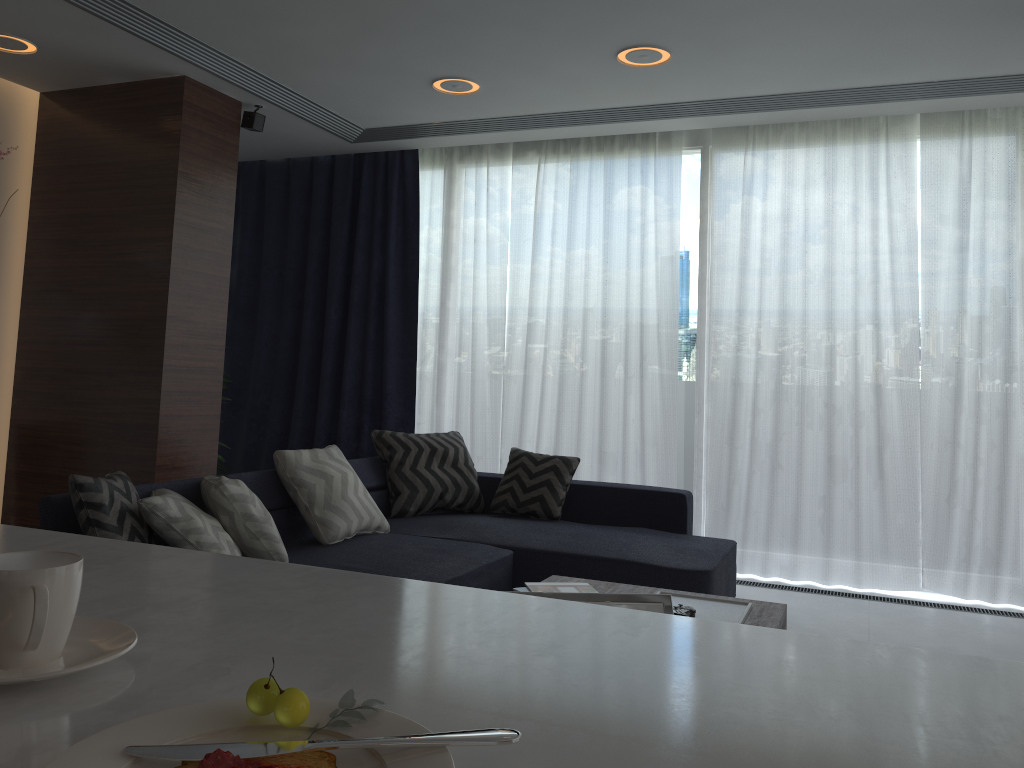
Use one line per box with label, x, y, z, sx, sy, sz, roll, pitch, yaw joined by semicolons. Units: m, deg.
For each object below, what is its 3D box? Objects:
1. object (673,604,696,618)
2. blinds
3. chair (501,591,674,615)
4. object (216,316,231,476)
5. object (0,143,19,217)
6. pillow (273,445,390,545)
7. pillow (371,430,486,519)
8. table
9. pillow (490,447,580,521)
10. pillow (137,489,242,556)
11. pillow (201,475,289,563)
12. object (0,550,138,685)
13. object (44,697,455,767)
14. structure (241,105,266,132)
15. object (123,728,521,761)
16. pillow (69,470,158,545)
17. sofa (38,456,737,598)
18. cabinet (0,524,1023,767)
object;0.494;0.672;2.604;0.070;0.036;0.112;1;-1;35
blinds;0.048;-0.372;2.718;7.138;2.790;5.769;2;-1;26
chair;0.072;0.661;1.043;0.396;0.714;0.461;3;-4;-6
object;-1.956;0.017;5.465;0.503;1.858;0.480;3;-5;-10
object;-0.899;-0.153;1.344;0.198;0.740;0.385;2;-4;3
pillow;-0.794;0.483;3.905;0.343;0.390;0.492;1;-2;22
pillow;-0.449;0.517;4.761;0.595;0.522;0.354;4;-4;-38
table;0.360;0.854;2.620;0.806;0.355;0.796;2;-1;22
pillow;0.119;0.529;4.702;0.415;0.347;0.284;1;-3;27
pillow;-1.072;0.508;2.977;0.329;0.296;0.414;3;-2;-16
pillow;-0.991;0.504;3.250;0.279;0.353;0.417;4;-3;-25
object;-0.409;0.191;0.739;0.182;0.087;0.181;2;-1;-2
object;-0.153;0.236;0.521;0.238;0.019;0.237;2;0;-6
structure;-1.491;-1.530;5.098;0.114;0.143;0.084;1;-4;27
object;-0.116;0.228;0.557;0.248;0.008;0.026;2;-1;-9
pillow;-1.246;0.465;2.810;0.221;0.388;0.413;3;-3;-8
sofa;-0.227;0.704;3.549;1.900;0.612;2.858;2;0;22
cabinet;0.259;-0.257;0.591;3.336;2.570;0.780;2;-5;22
